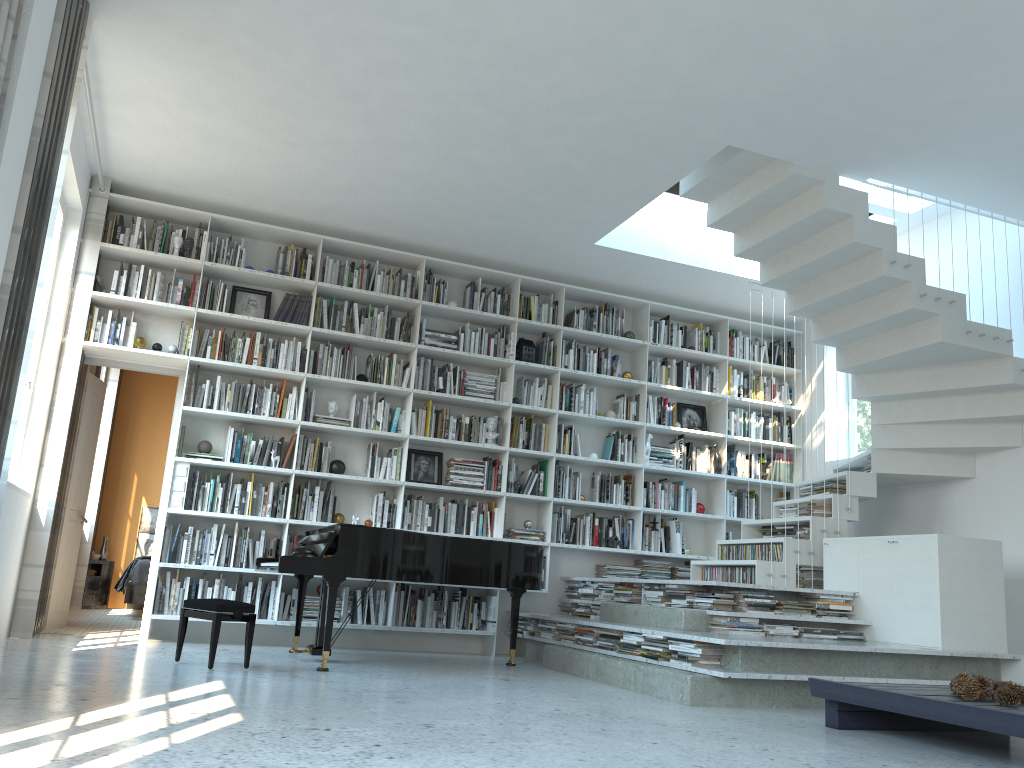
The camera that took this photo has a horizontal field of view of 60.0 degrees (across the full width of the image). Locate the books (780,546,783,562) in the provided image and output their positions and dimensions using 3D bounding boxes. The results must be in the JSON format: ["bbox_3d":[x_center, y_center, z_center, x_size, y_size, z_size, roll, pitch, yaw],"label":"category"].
[{"bbox_3d":[1.966,1.209,6.307,0.125,0.123,0.034,9,-13,-20],"label":"books"}]

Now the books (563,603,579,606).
[{"bbox_3d":[0.528,1.837,7.394,0.152,0.015,0.208,8,-13,-15],"label":"books"}]

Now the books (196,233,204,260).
[{"bbox_3d":[-2.397,-1.008,6.795,0.025,0.259,0.138,9,-13,-20],"label":"books"}]

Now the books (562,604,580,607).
[{"bbox_3d":[0.526,1.848,7.391,0.160,0.009,0.211,8,-14,-16],"label":"books"}]

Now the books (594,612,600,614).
[{"bbox_3d":[0.754,1.767,6.816,0.161,0.012,0.254,8,-14,-19],"label":"books"}]

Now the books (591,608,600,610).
[{"bbox_3d":[0.748,1.739,6.819,0.178,0.009,0.277,8,-14,-19],"label":"books"}]

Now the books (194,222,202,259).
[{"bbox_3d":[-2.411,-1.050,6.791,0.014,0.337,0.168,9,-13,-20],"label":"books"}]

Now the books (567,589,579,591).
[{"bbox_3d":[0.592,1.724,7.403,0.145,0.008,0.298,9,-14,-21],"label":"books"}]

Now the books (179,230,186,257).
[{"bbox_3d":[-2.513,-1.027,6.747,0.027,0.258,0.147,9,-13,-20],"label":"books"}]

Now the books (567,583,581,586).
[{"bbox_3d":[0.585,1.680,7.409,0.159,0.011,0.246,10,-14,-23],"label":"books"}]

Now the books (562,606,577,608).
[{"bbox_3d":[0.527,1.862,7.389,0.152,0.005,0.242,8,-14,-16],"label":"books"}]

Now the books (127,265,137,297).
[{"bbox_3d":[-2.820,-0.725,6.578,0.028,0.287,0.133,9,-13,-20],"label":"books"}]

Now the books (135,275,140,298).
[{"bbox_3d":[-2.779,-0.682,6.575,0.010,0.208,0.165,9,-13,-20],"label":"books"}]

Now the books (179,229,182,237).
[{"bbox_3d":[-2.537,-1.027,6.741,0.021,0.253,0.179,9,-13,-20],"label":"books"}]

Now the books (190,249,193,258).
[{"bbox_3d":[-2.458,-0.981,6.765,0.028,0.184,0.168,9,-13,-20],"label":"books"}]

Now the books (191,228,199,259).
[{"bbox_3d":[-2.431,-1.027,6.784,0.022,0.286,0.175,9,-13,-20],"label":"books"}]

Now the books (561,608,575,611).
[{"bbox_3d":[0.525,1.882,7.384,0.170,0.012,0.215,9,-14,-20],"label":"books"}]

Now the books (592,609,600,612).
[{"bbox_3d":[0.751,1.752,6.818,0.156,0.017,0.263,10,-14,-24],"label":"books"}]

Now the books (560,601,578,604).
[{"bbox_3d":[0.524,1.825,7.394,0.174,0.009,0.240,8,-14,-18],"label":"books"}]

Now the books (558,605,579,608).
[{"bbox_3d":[0.518,1.855,7.386,0.184,0.006,0.263,8,-14,-19],"label":"books"}]

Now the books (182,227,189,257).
[{"bbox_3d":[-2.497,-1.038,6.769,0.013,0.291,0.154,9,-13,-20],"label":"books"}]

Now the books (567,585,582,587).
[{"bbox_3d":[0.585,1.690,7.407,0.167,0.008,0.235,9,-14,-21],"label":"books"}]

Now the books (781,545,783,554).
[{"bbox_3d":[1.972,1.206,6.292,0.125,0.123,0.034,9,-13,-20],"label":"books"}]

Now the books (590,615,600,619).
[{"bbox_3d":[0.733,1.797,6.802,0.189,0.028,0.202,10,-14,-25],"label":"books"}]

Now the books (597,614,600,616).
[{"bbox_3d":[0.759,1.780,6.816,0.138,0.014,0.215,8,-14,-16],"label":"books"}]

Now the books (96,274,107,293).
[{"bbox_3d":[-3.002,-0.697,6.505,0.121,0.175,0.129,9,-13,-20],"label":"books"}]

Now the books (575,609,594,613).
[{"bbox_3d":[0.630,1.820,7.096,0.180,0.016,0.183,10,-14,-23],"label":"books"}]

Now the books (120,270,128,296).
[{"bbox_3d":[-2.861,-0.706,6.539,0.023,0.227,0.172,9,-13,-20],"label":"books"}]

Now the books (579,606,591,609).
[{"bbox_3d":[0.650,1.797,7.108,0.137,0.018,0.200,10,-14,-24],"label":"books"}]

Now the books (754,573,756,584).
[{"bbox_3d":[1.780,1.374,6.311,0.125,0.125,0.014,9,-13,-20],"label":"books"}]

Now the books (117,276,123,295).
[{"bbox_3d":[-2.893,-0.687,6.551,0.024,0.192,0.138,9,-13,-20],"label":"books"}]

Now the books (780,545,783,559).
[{"bbox_3d":[1.969,1.208,6.300,0.125,0.123,0.036,9,-13,-20],"label":"books"}]

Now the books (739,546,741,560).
[{"bbox_3d":[1.788,1.298,6.753,0.125,0.125,0.012,9,-13,-20],"label":"books"}]

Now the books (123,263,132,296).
[{"bbox_3d":[-2.836,-0.730,6.548,0.023,0.282,0.186,9,-13,-20],"label":"books"}]

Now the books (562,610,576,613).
[{"bbox_3d":[0.535,1.896,7.385,0.147,0.014,0.292,9,-14,-20],"label":"books"}]

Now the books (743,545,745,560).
[{"bbox_3d":[1.806,1.289,6.707,0.125,0.125,0.014,9,-13,-20],"label":"books"}]

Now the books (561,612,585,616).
[{"bbox_3d":[0.525,1.916,7.377,0.163,0.019,0.188,9,-14,-21],"label":"books"}]

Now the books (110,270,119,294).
[{"bbox_3d":[-2.925,-0.708,6.526,0.034,0.217,0.166,9,-13,-20],"label":"books"}]

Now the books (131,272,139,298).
[{"bbox_3d":[-2.798,-0.698,6.581,0.024,0.238,0.156,9,-13,-20],"label":"books"}]

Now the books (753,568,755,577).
[{"bbox_3d":[1.776,1.376,6.322,0.125,0.125,0.010,9,-13,-20],"label":"books"}]

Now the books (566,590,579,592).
[{"bbox_3d":[0.584,1.731,7.399,0.156,0.009,0.288,9,-14,-22],"label":"books"}]

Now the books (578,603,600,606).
[{"bbox_3d":[0.649,1.773,7.113,0.149,0.014,0.229,9,-14,-22],"label":"books"}]

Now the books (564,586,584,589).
[{"bbox_3d":[0.574,1.699,7.401,0.171,0.015,0.253,10,-14,-25],"label":"books"}]

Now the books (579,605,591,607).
[{"bbox_3d":[0.646,1.784,7.109,0.144,0.009,0.250,8,-14,-16],"label":"books"}]

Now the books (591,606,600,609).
[{"bbox_3d":[0.744,1.725,6.820,0.181,0.017,0.250,10,-14,-23],"label":"books"}]

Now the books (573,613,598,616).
[{"bbox_3d":[0.623,1.845,7.089,0.187,0.009,0.261,8,-14,-17],"label":"books"}]

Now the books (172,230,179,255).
[{"bbox_3d":[-2.555,-1.027,6.723,0.025,0.243,0.168,9,-13,-20],"label":"books"}]

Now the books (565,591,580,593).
[{"bbox_3d":[0.577,1.740,7.394,0.179,0.012,0.262,9,-14,-20],"label":"books"}]

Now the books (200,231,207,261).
[{"bbox_3d":[-2.361,-1.008,6.770,0.024,0.251,0.235,9,-13,-20],"label":"books"}]

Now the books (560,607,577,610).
[{"bbox_3d":[0.529,1.871,7.388,0.159,0.012,0.279,9,-14,-21],"label":"books"}]

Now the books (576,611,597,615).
[{"bbox_3d":[0.641,1.837,7.097,0.160,0.014,0.268,9,-14,-21],"label":"books"}]

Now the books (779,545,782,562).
[{"bbox_3d":[1.963,1.210,6.314,0.125,0.123,0.035,9,-13,-20],"label":"books"}]

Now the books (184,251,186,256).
[{"bbox_3d":[-2.482,-0.993,6.762,0.023,0.204,0.146,9,-13,-20],"label":"books"}]

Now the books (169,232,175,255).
[{"bbox_3d":[-2.582,-1.020,6.725,0.021,0.226,0.156,9,-13,-20],"label":"books"}]

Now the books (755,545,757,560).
[{"bbox_3d":[1.861,1.261,6.571,0.125,0.125,0.016,9,-13,-20],"label":"books"}]

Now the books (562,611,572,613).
[{"bbox_3d":[0.526,1.904,7.380,0.144,0.005,0.257,8,-13,-15],"label":"books"}]

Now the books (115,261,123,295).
[{"bbox_3d":[-2.901,-0.743,6.545,0.011,0.296,0.163,9,-13,-20],"label":"books"}]

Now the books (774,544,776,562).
[{"bbox_3d":[1.936,1.222,6.381,0.125,0.125,0.011,9,-13,-20],"label":"books"}]

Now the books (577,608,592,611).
[{"bbox_3d":[0.643,1.810,7.103,0.159,0.009,0.229,8,-14,-19],"label":"books"}]
